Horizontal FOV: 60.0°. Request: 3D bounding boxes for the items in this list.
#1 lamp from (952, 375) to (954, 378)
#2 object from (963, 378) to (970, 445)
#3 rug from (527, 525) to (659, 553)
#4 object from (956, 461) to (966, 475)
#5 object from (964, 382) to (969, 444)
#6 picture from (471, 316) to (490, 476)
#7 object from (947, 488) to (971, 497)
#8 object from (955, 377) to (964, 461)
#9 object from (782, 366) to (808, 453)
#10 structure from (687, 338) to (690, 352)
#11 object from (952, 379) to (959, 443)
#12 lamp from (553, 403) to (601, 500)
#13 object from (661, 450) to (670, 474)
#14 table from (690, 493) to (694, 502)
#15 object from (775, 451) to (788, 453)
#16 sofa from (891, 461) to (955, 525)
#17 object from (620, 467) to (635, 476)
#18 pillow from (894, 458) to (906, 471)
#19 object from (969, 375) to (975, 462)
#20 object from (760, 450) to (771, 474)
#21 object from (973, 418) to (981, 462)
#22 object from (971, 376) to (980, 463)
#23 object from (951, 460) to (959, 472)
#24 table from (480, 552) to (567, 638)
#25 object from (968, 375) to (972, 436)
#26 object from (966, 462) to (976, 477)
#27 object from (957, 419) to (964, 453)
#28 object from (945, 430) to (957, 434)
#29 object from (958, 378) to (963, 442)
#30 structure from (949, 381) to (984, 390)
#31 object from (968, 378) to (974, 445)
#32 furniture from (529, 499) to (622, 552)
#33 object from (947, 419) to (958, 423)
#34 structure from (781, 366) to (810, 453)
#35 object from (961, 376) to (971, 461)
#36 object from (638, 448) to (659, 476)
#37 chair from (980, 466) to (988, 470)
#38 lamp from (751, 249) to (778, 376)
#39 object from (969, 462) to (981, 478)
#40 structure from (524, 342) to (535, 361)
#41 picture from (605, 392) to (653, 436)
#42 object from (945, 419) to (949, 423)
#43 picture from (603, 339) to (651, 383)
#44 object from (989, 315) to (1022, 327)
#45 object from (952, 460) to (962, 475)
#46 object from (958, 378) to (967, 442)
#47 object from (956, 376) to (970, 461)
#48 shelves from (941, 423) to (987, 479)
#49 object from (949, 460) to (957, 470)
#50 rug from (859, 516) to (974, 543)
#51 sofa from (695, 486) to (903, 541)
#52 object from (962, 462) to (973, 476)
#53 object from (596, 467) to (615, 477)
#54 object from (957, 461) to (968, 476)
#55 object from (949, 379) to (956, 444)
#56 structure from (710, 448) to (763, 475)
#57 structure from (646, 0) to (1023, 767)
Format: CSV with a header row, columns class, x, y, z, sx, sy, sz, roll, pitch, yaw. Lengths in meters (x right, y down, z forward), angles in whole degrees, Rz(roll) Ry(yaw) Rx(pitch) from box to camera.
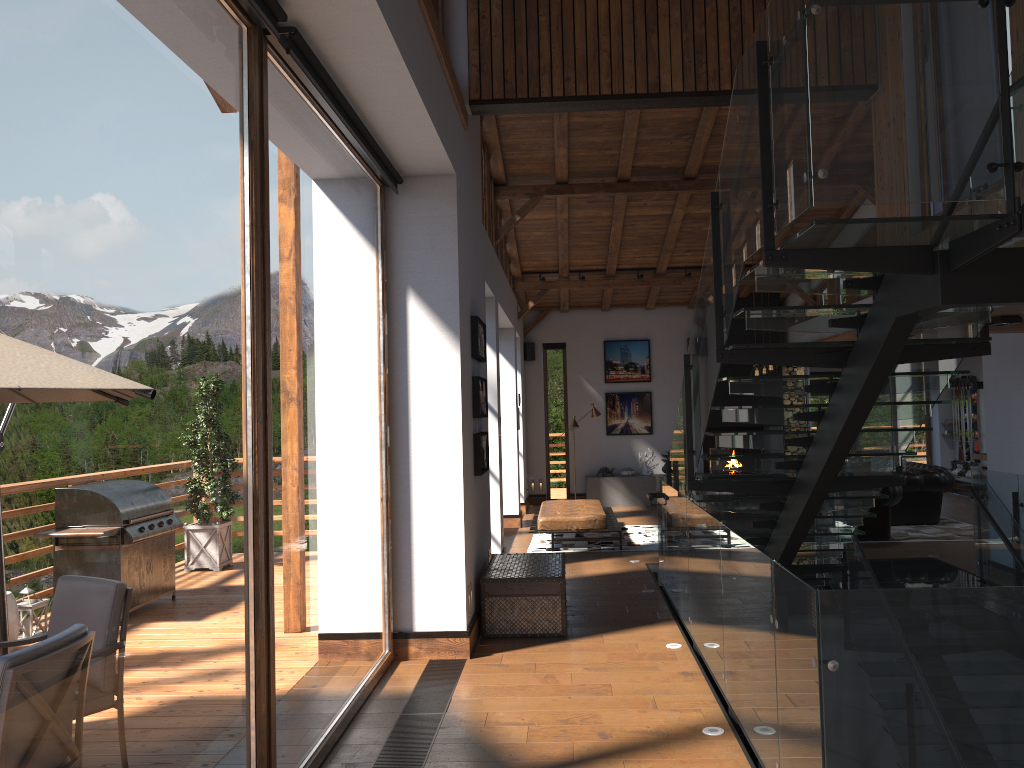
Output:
class,x,y,z,sx,sy,sz,roll,pitch,yaw
lamp,8.668,-0.288,17.661,0.213,0.349,0.214,-2,-2,3
object,8.447,0.506,16.486,0.059,1.250,0.120,0,-3,-30
rug,2.165,2.081,12.242,3.803,0.053,2.434,-2,-2,3
object,8.539,1.591,16.812,0.251,0.271,0.117,-2,-2,7
object,8.538,0.510,16.681,0.059,1.250,0.120,-1,-3,-15
picture,-0.272,0.106,7.647,0.059,1.313,0.774,-2,-2,3
object,8.566,2.057,16.754,0.307,0.065,1.625,-2,-2,3
object,8.631,0.675,17.065,0.115,1.607,0.095,-2,-3,3
object,5.216,0.863,16.463,0.493,2.613,0.466,-2,-3,2
structure,3.429,-0.699,16.766,0.213,0.349,0.214,-2,-2,3
object,8.566,0.524,17.149,0.059,1.250,0.120,-1,-3,-15
lamp,1.161,1.298,15.690,0.522,1.900,1.333,-3,-3,24
object,2.944,1.460,16.492,0.338,0.455,0.337,-3,-3,28
table,2.295,1.800,12.266,0.405,0.609,0.418,-2,-2,3
object,4.132,1.326,13.237,0.404,0.808,0.623,-2,-2,14
sofa,5.842,1.642,13.767,1.238,0.839,2.567,-2,-2,3
object,2.152,1.635,16.537,0.280,0.161,0.259,-2,-2,5
pillow,5.872,1.324,13.583,0.282,0.469,0.529,-2,-2,6
object,8.659,0.644,16.627,0.111,1.623,0.073,-2,-3,2
object,4.523,1.661,15.938,0.311,1.018,0.304,1,-3,-42
object,8.608,0.671,16.493,0.115,1.607,0.095,-2,-3,3
object,8.590,0.654,16.397,0.115,1.607,0.095,-2,-3,3
object,8.539,1.599,17.056,0.251,0.271,0.117,-2,-2,7
table,0.125,1.777,7.584,0.683,0.470,1.255,-2,-2,3
object,8.675,0.646,16.701,0.111,1.623,0.073,-2,-3,2
object,8.498,1.579,16.381,0.252,0.271,0.116,-1,-2,-3
object,8.648,0.692,17.161,0.115,1.607,0.095,-2,-3,3
object,8.698,0.952,17.545,0.186,0.084,0.356,-3,-2,39
object,8.552,0.517,16.915,0.059,1.250,0.120,-1,-3,-15
structure,8.594,0.036,16.807,0.318,0.135,1.051,-2,-2,3
object,8.535,0.501,16.427,0.059,1.250,0.119,0,-3,-35
furniture,0.879,1.930,12.495,1.174,0.437,2.761,-2,-2,3
object,8.687,0.730,17.458,0.189,0.084,0.160,-2,-2,1
structure,5.222,0.856,16.454,0.501,2.618,0.512,-2,-3,3
object,8.657,0.653,16.925,0.111,1.623,0.073,-2,-3,2
object,2.505,1.443,16.443,0.262,0.532,0.422,0,-3,-28
chair,7.816,1.684,14.310,0.440,0.717,0.442,-2,-2,7
lamp,3.895,-1.109,13.968,0.262,2.203,0.800,-1,-3,-6
object,8.491,1.575,16.254,0.252,0.271,0.116,-1,-2,-3
structure,0.333,-0.615,16.874,0.213,0.349,0.214,-2,-2,3
picture,2.220,0.564,16.832,0.878,0.816,0.036,-2,-3,2
object,8.698,0.736,17.637,0.159,0.084,0.189,-2,-2,2
picture,2.195,-0.430,16.877,0.878,0.816,0.036,-2,-3,2
object,3.673,-0.477,6.629,0.155,0.068,0.261,-2,-2,3
object,8.531,1.596,16.933,0.251,0.271,0.117,-2,-2,7
object,8.474,0.512,16.697,0.060,1.250,0.119,1,-3,-40
object,8.572,0.654,16.863,0.254,1.623,0.104,-1,-3,-2
shelves,8.494,1.170,14.383,0.611,0.989,6.648,-2,-2,4
object,8.548,1.603,17.174,0.252,0.271,0.116,-1,-2,-8
rug,5.354,2.030,13.233,2.428,0.053,4.047,-2,-2,4
sofa,3.789,1.628,11.702,2.564,0.839,1.240,-2,-2,2
object,8.536,1.583,16.548,0.250,0.271,0.117,-2,-3,17
object,1.755,1.634,16.532,0.229,0.183,0.400,1,-3,-43
object,8.512,1.588,16.684,0.249,0.271,0.117,-2,-3,22
object,8.491,0.525,17.115,0.122,1.250,0.058,-1,-3,-16
structure,4.158,1.430,16.336,0.981,0.514,0.183,-2,-3,2
structure,0.093,1.539,4.987,9.201,6.402,11.032,-2,-2,3
